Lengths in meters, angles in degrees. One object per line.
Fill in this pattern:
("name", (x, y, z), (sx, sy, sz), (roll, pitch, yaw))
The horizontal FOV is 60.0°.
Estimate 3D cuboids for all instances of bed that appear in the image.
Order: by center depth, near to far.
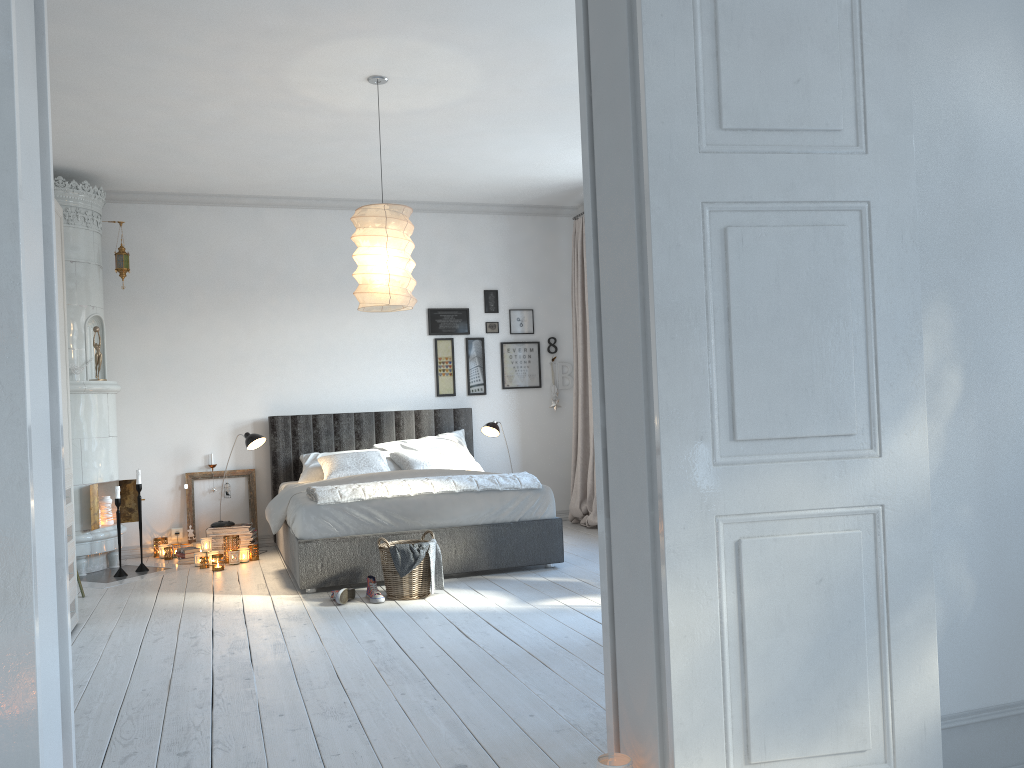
("bed", (-0.795, 0.713, 6.381), (1.888, 1.046, 2.177), (-2, -1, -19))

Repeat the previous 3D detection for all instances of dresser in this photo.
("dresser", (-2.371, 0.143, 3.878), (0.630, 2.162, 1.433), (-2, -1, -19))

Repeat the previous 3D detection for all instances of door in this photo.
("door", (-0.340, -0.147, 1.978), (2.598, 2.505, 0.578), (-2, -1, -19))

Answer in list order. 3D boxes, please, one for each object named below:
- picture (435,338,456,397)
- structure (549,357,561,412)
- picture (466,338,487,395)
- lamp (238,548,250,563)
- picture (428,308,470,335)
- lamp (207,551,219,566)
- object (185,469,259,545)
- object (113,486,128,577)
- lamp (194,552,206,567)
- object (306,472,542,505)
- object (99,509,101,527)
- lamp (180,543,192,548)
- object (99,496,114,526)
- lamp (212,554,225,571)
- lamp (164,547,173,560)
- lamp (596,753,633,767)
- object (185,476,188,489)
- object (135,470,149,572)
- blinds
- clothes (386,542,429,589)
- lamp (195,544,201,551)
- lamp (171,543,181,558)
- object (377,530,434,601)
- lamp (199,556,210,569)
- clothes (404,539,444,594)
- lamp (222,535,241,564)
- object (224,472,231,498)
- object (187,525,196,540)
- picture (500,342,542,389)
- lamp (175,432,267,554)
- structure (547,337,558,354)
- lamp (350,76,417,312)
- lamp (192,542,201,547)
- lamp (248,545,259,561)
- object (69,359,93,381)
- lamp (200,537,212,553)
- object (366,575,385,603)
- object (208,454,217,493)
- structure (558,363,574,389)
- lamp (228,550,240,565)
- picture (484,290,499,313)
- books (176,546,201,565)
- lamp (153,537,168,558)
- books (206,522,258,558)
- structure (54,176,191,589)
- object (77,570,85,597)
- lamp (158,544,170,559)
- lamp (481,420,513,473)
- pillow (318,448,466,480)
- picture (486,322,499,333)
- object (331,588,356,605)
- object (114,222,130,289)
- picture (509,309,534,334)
("picture", (-0.577, -0.145, 7.672), (0.165, 0.504, 0.020), (-2, 0, -19))
("structure", (0.375, -0.003, 7.961), (0.134, 0.514, 0.078), (-2, -1, -31))
("picture", (-0.314, -0.154, 7.760), (0.165, 0.504, 0.020), (-2, 0, -19))
("lamp", (-1.936, 1.239, 6.407), (0.081, 0.098, 0.080), (-3, -1, 16))
("picture", (-0.546, -0.541, 7.691), (0.365, 0.232, 0.020), (-2, -1, -19))
("lamp", (-2.131, 1.245, 6.325), (0.081, 0.098, 0.080), (-3, -1, 16))
("object", (-2.297, 1.004, 7.029), (0.528, 0.630, 0.082), (-2, -1, -19))
("object", (-2.677, 0.998, 6.039), (0.091, 0.622, 0.091), (-2, -1, -40))
("lamp", (-2.218, 1.248, 6.301), (0.081, 0.098, 0.080), (-3, -1, 16))
("object", (-0.536, 0.644, 5.579), (1.460, 0.104, 0.405), (-2, -2, -19))
("object", (-2.953, 0.924, 6.259), (0.093, 0.179, 0.093), (-2, -1, -15))
("lamp", (-2.483, 1.271, 6.759), (0.081, 0.098, 0.080), (-3, -1, 43))
("object", (-2.916, 0.910, 6.367), (0.098, 0.210, 0.098), (-2, -1, -20))
("lamp", (-2.028, 1.231, 6.115), (0.081, 0.106, 0.081), (-2, -1, -42))
("lamp", (-2.592, 1.278, 6.681), (0.063, 0.091, 0.073), (-3, -1, 14))
("lamp", (0.250, 0.988, 2.138), (0.089, 0.166, 0.089), (-2, -1, -26))
("object", (-2.561, 0.758, 6.956), (0.024, 0.126, 0.023), (-2, -1, -35))
("object", (-2.605, 0.951, 6.213), (0.091, 0.718, 0.091), (-2, 0, -10))
("blinds", (0.656, -0.124, 7.374), (0.225, 2.647, 0.831), (-2, -1, -19))
("clothes", (-0.573, 1.014, 4.939), (0.246, 0.270, 0.298), (-2, -1, -18))
("lamp", (-2.353, 1.264, 6.712), (0.081, 0.098, 0.080), (-3, -1, 43))
("lamp", (-2.567, 1.275, 6.783), (0.081, 0.098, 0.080), (-3, -1, 43))
("object", (-0.590, 1.020, 4.994), (0.319, 0.351, 0.319), (-3, -1, 13))
("lamp", (-2.156, 1.253, 6.214), (0.067, 0.078, 0.070), (-3, -1, 23))
("clothes", (-0.555, 1.028, 4.983), (0.283, 0.288, 0.235), (-3, -1, 21))
("lamp", (-2.033, 1.199, 6.435), (0.117, 0.188, 0.121), (-3, -1, 24))
("object", (-2.264, 0.795, 7.054), (0.062, 0.228, 0.063), (-2, -1, 5))
("object", (-2.508, 1.107, 6.934), (0.062, 0.220, 0.028), (-2, -1, -24))
("picture", (0.081, -0.167, 7.894), (0.364, 0.415, 0.021), (-2, -1, -19))
("lamp", (-2.230, 0.842, 6.718), (0.825, 0.936, 0.450), (-2, -1, -1))
("structure", (0.363, -0.347, 7.988), (0.096, 0.151, 0.014), (-2, -1, -19))
("lamp", (-0.697, -1.014, 4.725), (0.339, 1.231, 0.340), (-3, -1, 13))
("lamp", (-2.422, 1.270, 6.825), (0.081, 0.098, 0.080), (-3, -1, 28))
("lamp", (-1.894, 1.235, 6.492), (0.080, 0.107, 0.080), (-3, -1, 44))
("object", (-2.979, -0.103, 6.132), (0.059, 0.165, 0.196), (-3, -1, 26))
("lamp", (-2.177, 1.148, 6.316), (0.081, 0.098, 0.080), (-3, -1, 25))
("object", (-0.759, 1.141, 4.929), (0.083, 0.122, 0.222), (-2, -1, -19))
("object", (-2.374, 0.705, 7.036), (0.067, 0.320, 0.067), (-3, -1, 30))
("structure", (0.488, -0.074, 8.027), (0.146, 0.239, 0.024), (-2, -1, -19))
("lamp", (-1.982, 1.239, 6.332), (0.081, 0.098, 0.080), (-3, -1, 16))
("picture", (-0.182, -0.727, 7.821), (0.128, 0.202, 0.011), (-2, -1, -19))
("books", (-2.378, 1.263, 6.533), (0.175, 0.096, 0.262), (-2, -1, -24))
("lamp", (-2.716, 1.263, 6.857), (0.108, 0.141, 0.107), (-3, -1, 44))
("books", (-2.126, 1.189, 6.753), (0.346, 0.232, 0.245), (-2, -1, -10))
("structure", (-3.018, -0.007, 6.250), (1.248, 2.835, 0.800), (-3, -1, 26))
("object", (-2.743, 0.900, 5.106), (0.431, 0.774, 0.671), (-2, -1, -19))
("lamp", (-2.657, 1.279, 6.775), (0.081, 0.098, 0.080), (-3, -1, 43))
("lamp", (0.029, 0.766, 7.482), (0.800, 0.936, 0.450), (-2, -1, -36))
("pillow", (-0.906, 0.618, 6.798), (1.146, 0.225, 0.416), (-2, -1, -26))
("picture", (-0.173, -0.497, 7.819), (0.119, 0.098, 0.010), (-2, -1, -19))
("object", (-0.962, 1.167, 4.908), (0.120, 0.084, 0.222), (-3, -1, 10))
("object", (-2.901, -0.950, 6.596), (0.105, 0.505, 0.117), (-3, -1, 45))
("picture", (0.087, -0.555, 7.907), (0.225, 0.220, 0.010), (-2, -1, -19))
